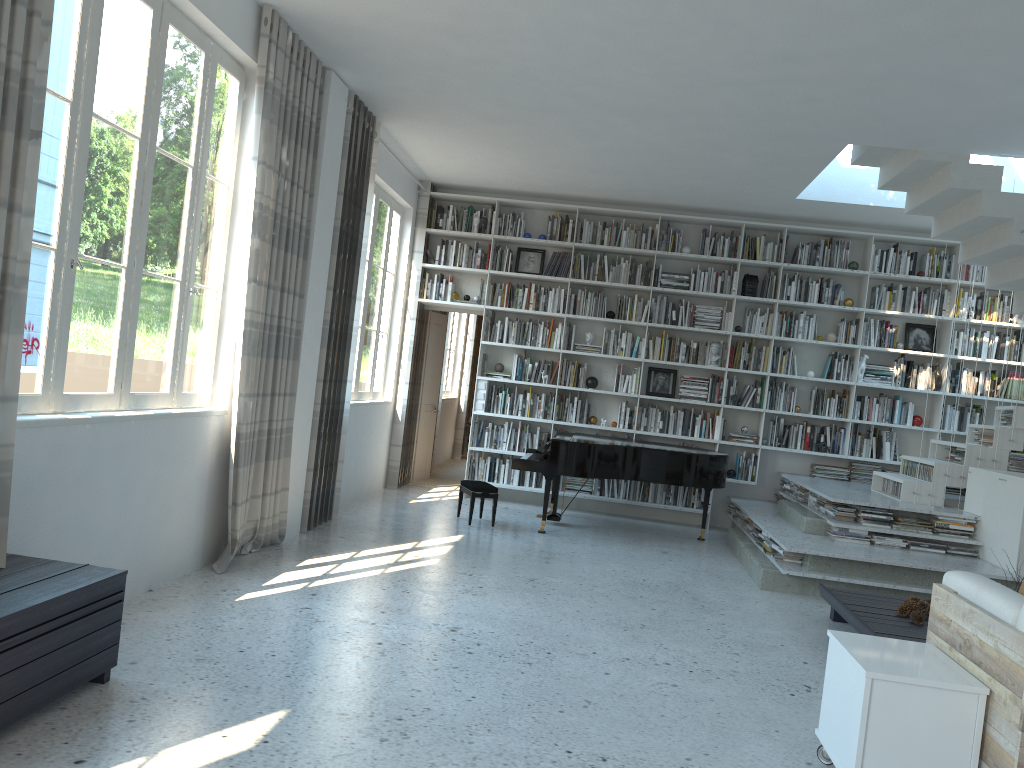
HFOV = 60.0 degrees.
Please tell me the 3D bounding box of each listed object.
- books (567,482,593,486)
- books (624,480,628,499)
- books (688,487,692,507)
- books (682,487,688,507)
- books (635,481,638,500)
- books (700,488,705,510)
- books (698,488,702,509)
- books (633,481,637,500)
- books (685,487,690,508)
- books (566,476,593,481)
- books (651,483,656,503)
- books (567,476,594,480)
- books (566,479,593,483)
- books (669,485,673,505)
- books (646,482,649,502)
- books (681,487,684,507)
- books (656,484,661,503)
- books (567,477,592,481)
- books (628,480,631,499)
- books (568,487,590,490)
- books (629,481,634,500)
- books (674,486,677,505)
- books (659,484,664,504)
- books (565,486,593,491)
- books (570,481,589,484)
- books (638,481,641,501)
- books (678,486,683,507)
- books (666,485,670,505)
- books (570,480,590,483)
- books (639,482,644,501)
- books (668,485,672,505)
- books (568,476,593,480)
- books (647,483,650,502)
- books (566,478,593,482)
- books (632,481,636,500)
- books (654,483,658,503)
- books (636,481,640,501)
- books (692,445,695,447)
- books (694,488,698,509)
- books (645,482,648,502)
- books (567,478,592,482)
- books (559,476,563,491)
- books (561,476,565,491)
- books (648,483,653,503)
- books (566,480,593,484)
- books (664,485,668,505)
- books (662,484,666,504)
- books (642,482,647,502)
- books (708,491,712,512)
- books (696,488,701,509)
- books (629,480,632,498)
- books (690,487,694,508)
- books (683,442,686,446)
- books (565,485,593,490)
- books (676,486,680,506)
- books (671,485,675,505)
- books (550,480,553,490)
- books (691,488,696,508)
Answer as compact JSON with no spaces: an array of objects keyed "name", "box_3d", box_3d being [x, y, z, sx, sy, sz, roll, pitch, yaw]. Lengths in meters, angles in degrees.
[{"name":"books","box_3d":[0.707,1.037,9.292,0.285,0.007,0.159,7,0,7]},{"name":"books","box_3d":[1.194,1.074,9.249,0.021,0.237,0.115,7,1,6]},{"name":"books","box_3d":[1.833,1.148,9.168,0.028,0.239,0.140,7,1,6]},{"name":"books","box_3d":[1.782,1.136,9.145,0.044,0.251,0.187,7,1,6]},{"name":"books","box_3d":[1.295,1.075,9.239,0.010,0.259,0.131,7,1,6]},{"name":"books","box_3d":[1.954,1.172,9.136,0.029,0.218,0.191,7,1,6]},{"name":"books","box_3d":[1.937,1.151,9.144,0.012,0.256,0.176,7,1,6]},{"name":"books","box_3d":[1.287,1.033,9.227,0.014,0.340,0.139,7,1,6]},{"name":"books","box_3d":[1.815,1.106,9.145,0.013,0.317,0.186,7,1,6]},{"name":"books","box_3d":[0.708,0.991,9.285,0.285,0.005,0.159,7,0,2]},{"name":"books","box_3d":[1.465,1.126,9.219,0.030,0.197,0.143,7,1,6]},{"name":"books","box_3d":[0.713,0.981,9.287,0.285,0.005,0.159,7,0,3]},{"name":"books","box_3d":[0.707,1.007,9.292,0.285,0.005,0.159,7,0,7]},{"name":"books","box_3d":[1.644,1.101,9.172,0.014,0.288,0.184,7,1,6]},{"name":"books","box_3d":[1.409,1.080,9.219,0.012,0.276,0.154,7,1,6]},{"name":"books","box_3d":[1.759,1.112,9.158,0.011,0.293,0.184,7,1,6]},{"name":"books","box_3d":[1.521,1.114,9.204,0.030,0.235,0.138,7,1,6]},{"name":"books","box_3d":[0.712,0.986,9.285,0.254,0.006,0.161,7,0,10]},{"name":"books","box_3d":[1.219,1.069,9.238,0.012,0.254,0.161,7,1,6]},{"name":"books","box_3d":[0.701,1.085,9.286,0.254,0.007,0.161,7,0,2]},{"name":"books","box_3d":[1.247,1.071,9.215,0.026,0.256,0.183,7,1,6]},{"name":"books","box_3d":[1.693,1.145,9.191,0.040,0.212,0.129,7,1,6]},{"name":"books","box_3d":[1.552,1.104,9.200,0.028,0.261,0.132,7,1,6]},{"name":"books","box_3d":[0.700,1.092,9.284,0.285,0.007,0.159,7,0,11]},{"name":"books","box_3d":[0.706,1.024,9.294,0.254,0.006,0.161,7,0,6]},{"name":"books","box_3d":[1.332,1.040,9.215,0.012,0.337,0.144,7,1,6]},{"name":"books","box_3d":[1.734,1.151,9.160,0.029,0.210,0.170,7,1,6]},{"name":"books","box_3d":[1.610,1.135,9.183,0.022,0.213,0.167,7,1,6]},{"name":"books","box_3d":[0.707,1.013,9.292,0.254,0.006,0.161,7,0,5]},{"name":"books","box_3d":[1.353,1.056,9.213,0.034,0.311,0.170,7,1,6]},{"name":"books","box_3d":[1.633,1.076,9.171,0.014,0.336,0.182,7,1,6]},{"name":"books","box_3d":[0.713,0.976,9.282,0.254,0.006,0.161,7,0,1]},{"name":"books","box_3d":[1.420,1.091,9.218,0.012,0.255,0.150,7,1,6]},{"name":"books","box_3d":[0.708,1.002,9.292,0.285,0.005,0.159,7,0,5]},{"name":"books","box_3d":[1.269,1.051,9.212,0.014,0.301,0.184,7,1,6]},{"name":"books","box_3d":[1.497,1.081,9.204,0.026,0.294,0.155,7,1,6]},{"name":"books","box_3d":[1.311,1.075,9.227,0.025,0.263,0.145,7,1,6]},{"name":"books","box_3d":[1.843,0.769,9.094,0.015,0.293,0.169,7,1,6]},{"name":"books","box_3d":[1.889,1.171,9.146,0.022,0.205,0.191,7,1,6]},{"name":"books","box_3d":[1.395,1.097,9.216,0.012,0.239,0.128,7,1,6]},{"name":"books","box_3d":[0.709,0.997,9.294,0.254,0.006,0.161,7,0,6]},{"name":"books","box_3d":[0.519,1.001,9.313,0.027,0.227,0.139,7,1,6]},{"name":"books","box_3d":[0.549,0.977,9.310,0.027,0.282,0.129,7,1,6]},{"name":"books","box_3d":[1.434,1.118,9.192,0.028,0.206,0.174,7,1,6]},{"name":"books","box_3d":[0.706,1.018,9.290,0.285,0.005,0.159,7,0,4]},{"name":"books","box_3d":[1.596,1.097,9.180,0.013,0.285,0.185,7,1,6]},{"name":"books","box_3d":[1.574,1.135,9.196,0.024,0.203,0.144,7,1,6]},{"name":"books","box_3d":[1.378,1.091,9.221,0.022,0.247,0.144,7,1,6]},{"name":"books","box_3d":[2.007,1.153,9.074,0.038,0.269,0.277,7,1,6]},{"name":"books","box_3d":[1.916,1.163,9.155,0.028,0.227,0.162,7,1,6]},{"name":"books","box_3d":[1.230,1.078,9.240,0.010,0.238,0.134,7,1,6]},{"name":"books","box_3d":[1.852,1.140,9.150,0.011,0.258,0.171,7,1,6]},{"name":"books","box_3d":[1.751,0.754,9.100,0.013,0.303,0.181,7,1,6]},{"name":"books","box_3d":[0.702,1.078,9.291,0.285,0.007,0.159,7,0,8]},{"name":"books","box_3d":[1.714,1.150,9.157,0.010,0.206,0.180,7,1,6]},{"name":"books","box_3d":[1.663,1.116,9.186,0.024,0.262,0.131,7,1,6]},{"name":"books","box_3d":[0.417,1.004,9.325,0.025,0.198,0.160,7,1,6]},{"name":"books","box_3d":[1.867,1.175,9.159,0.024,0.191,0.155,7,1,6]}]
